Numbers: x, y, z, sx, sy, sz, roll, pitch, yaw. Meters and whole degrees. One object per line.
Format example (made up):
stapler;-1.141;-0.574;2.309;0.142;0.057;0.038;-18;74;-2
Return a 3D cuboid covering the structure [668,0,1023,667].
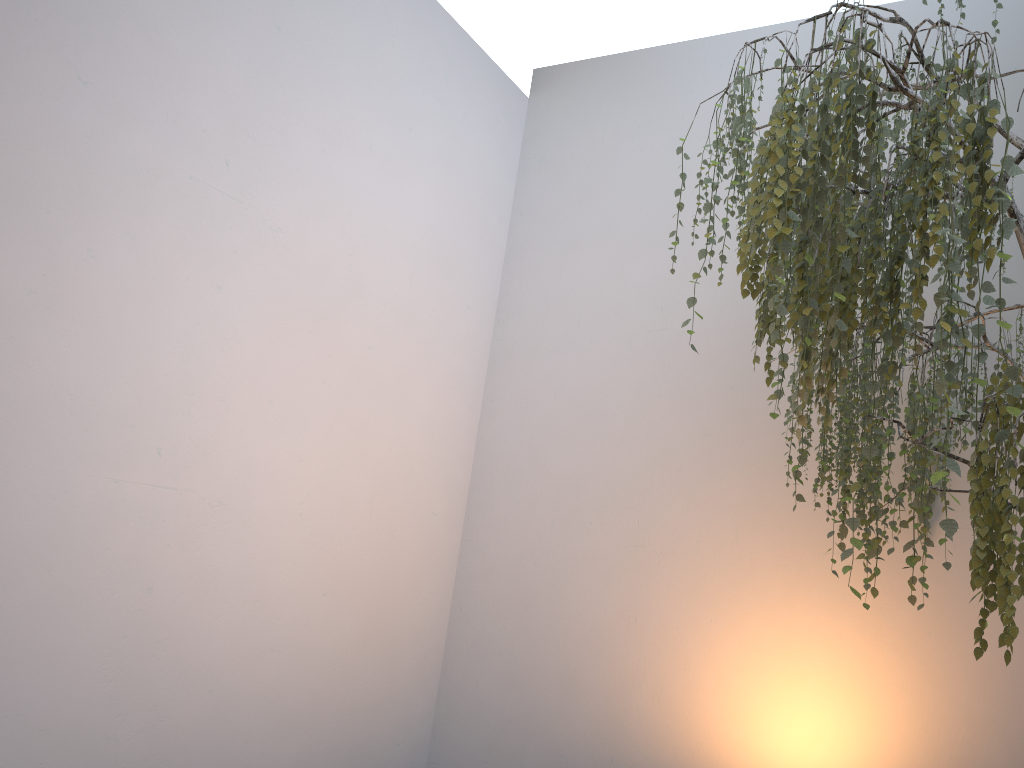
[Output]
structure;1.448;-0.450;2.126;2.208;3.956;1.954;1;-14;22
